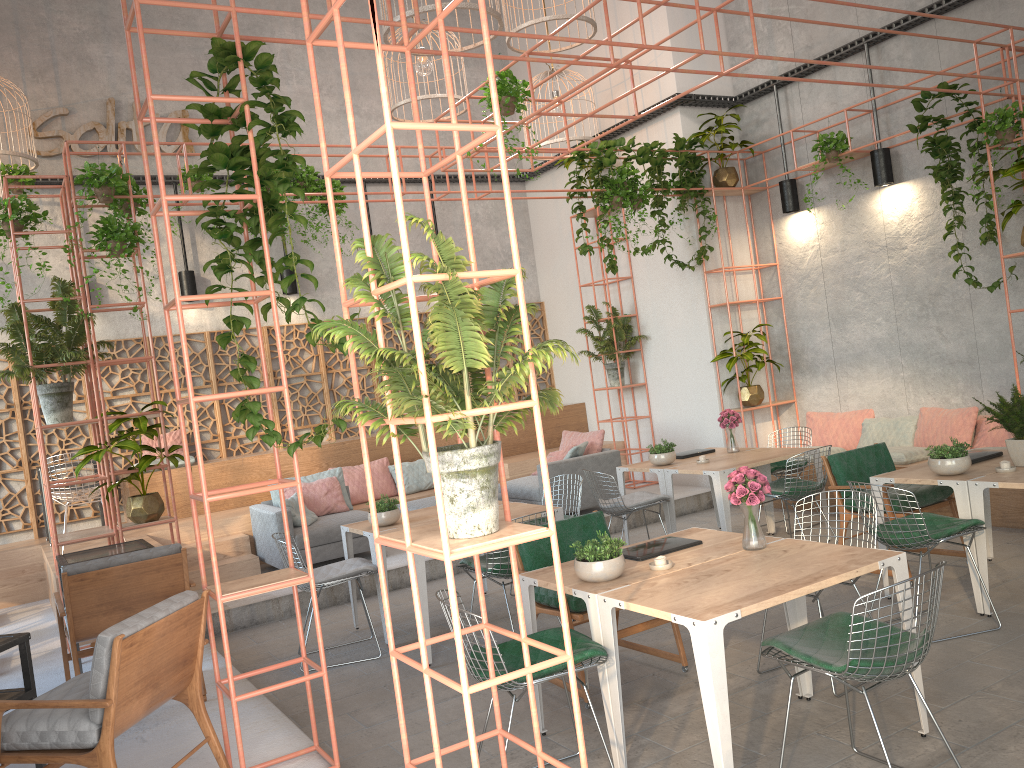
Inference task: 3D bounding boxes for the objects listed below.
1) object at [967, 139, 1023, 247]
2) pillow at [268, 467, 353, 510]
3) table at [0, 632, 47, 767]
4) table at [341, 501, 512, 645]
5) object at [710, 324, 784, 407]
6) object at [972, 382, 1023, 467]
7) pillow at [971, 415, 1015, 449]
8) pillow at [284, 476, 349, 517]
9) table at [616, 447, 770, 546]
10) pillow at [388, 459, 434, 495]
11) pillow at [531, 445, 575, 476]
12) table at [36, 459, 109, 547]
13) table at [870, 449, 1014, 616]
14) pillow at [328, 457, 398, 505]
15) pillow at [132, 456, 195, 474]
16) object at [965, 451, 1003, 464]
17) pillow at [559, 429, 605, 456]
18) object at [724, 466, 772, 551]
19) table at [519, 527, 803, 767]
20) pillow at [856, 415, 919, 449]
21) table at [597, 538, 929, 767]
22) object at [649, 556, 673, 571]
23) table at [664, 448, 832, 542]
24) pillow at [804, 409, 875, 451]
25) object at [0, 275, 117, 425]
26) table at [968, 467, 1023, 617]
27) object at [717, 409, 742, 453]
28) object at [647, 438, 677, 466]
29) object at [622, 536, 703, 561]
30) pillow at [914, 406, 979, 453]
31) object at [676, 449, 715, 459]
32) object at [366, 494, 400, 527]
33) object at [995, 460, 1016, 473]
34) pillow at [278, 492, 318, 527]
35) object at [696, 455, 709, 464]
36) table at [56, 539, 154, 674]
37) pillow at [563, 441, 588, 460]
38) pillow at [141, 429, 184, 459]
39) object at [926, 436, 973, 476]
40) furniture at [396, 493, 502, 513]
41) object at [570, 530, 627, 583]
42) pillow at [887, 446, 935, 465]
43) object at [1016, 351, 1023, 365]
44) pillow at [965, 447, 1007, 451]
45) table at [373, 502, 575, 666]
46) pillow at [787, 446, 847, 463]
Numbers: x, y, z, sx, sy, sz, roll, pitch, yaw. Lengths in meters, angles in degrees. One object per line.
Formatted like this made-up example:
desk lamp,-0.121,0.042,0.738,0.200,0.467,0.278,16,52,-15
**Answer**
object,4.231,-1.560,7.159,0.903,0.947,0.934,-7,1,21
pillow,-2.148,1.186,9.450,0.839,0.474,0.276,-8,1,-30
table,-2.451,1.553,3.728,0.635,0.798,0.602,-8,1,10
table,-0.617,1.437,7.017,1.205,0.830,0.694,-8,1,-30
object,2.662,-0.200,10.199,0.903,0.919,0.934,-7,1,31
object,3.198,0.254,5.596,0.368,0.527,0.438,-8,1,-30
pillow,4.558,0.468,8.134,0.289,0.385,0.666,-8,1,-35
pillow,-2.079,1.211,9.313,0.666,0.385,0.289,-8,1,-30
table,1.722,1.106,8.397,1.205,0.830,0.694,-8,1,-30
pillow,-1.171,1.136,10.939,0.666,0.385,0.289,-8,1,-35
pillow,0.501,0.887,10.314,0.479,0.317,0.441,-7,1,41
table,-4.582,1.222,9.284,0.602,0.798,0.635,-8,1,-30
table,3.137,0.944,5.960,1.205,0.830,0.694,-8,1,-30
pillow,-1.762,1.172,10.618,0.839,0.474,0.276,-8,1,-40
pillow,-3.936,0.910,9.987,0.637,0.149,0.491,-8,1,-29
object,3.127,0.510,6.096,0.427,0.031,0.268,-8,1,-30
pillow,0.781,0.783,10.346,0.273,0.476,0.836,-8,1,-30
object,1.175,0.613,4.391,0.225,0.414,0.213,-8,1,-38
table,0.768,1.293,4.540,1.205,0.830,0.694,-8,1,-30
pillow,3.915,0.542,9.241,0.289,0.385,0.666,-8,1,-35
table,1.120,1.252,3.941,1.214,0.830,0.694,-8,1,-30
object,0.714,0.858,4.266,0.115,0.073,0.115,-8,1,-36
table,2.074,1.065,7.798,1.214,0.830,0.694,-8,1,-30
pillow,3.605,0.528,9.806,0.276,0.474,0.839,-8,1,-40
object,-3.499,-0.246,6.767,0.900,1.101,0.894,-7,1,24
table,3.490,0.903,5.360,1.214,0.830,0.694,-8,1,-30
object,2.047,0.437,8.304,0.225,0.414,0.213,-8,1,-38
object,1.365,0.616,8.087,0.254,0.247,0.248,-8,1,-30
object,0.759,0.871,4.677,0.427,0.031,0.268,-8,1,-30
pillow,4.210,0.460,8.678,0.276,0.474,0.839,-8,1,-10
object,1.712,0.672,8.534,0.427,0.031,0.268,-8,1,-30
object,-0.972,0.947,6.708,0.252,0.247,0.247,-8,1,-30
object,3.060,0.506,5.500,0.115,0.078,0.115,-8,1,-25
pillow,-2.124,1.272,8.935,0.307,0.324,0.499,-8,1,5
object,1.689,0.663,7.860,0.115,0.078,0.115,-8,1,-25
table,-2.817,1.573,6.242,0.602,0.798,0.635,-8,1,-30
pillow,0.678,0.849,9.897,0.308,0.349,0.495,-7,1,19
pillow,-4.030,0.712,10.268,0.499,0.324,0.307,-8,1,-15
object,2.780,0.454,5.649,0.254,0.247,0.248,-8,1,-30
furniture,-0.652,1.416,9.475,0.975,0.446,0.941,-8,1,-30
object,0.414,0.815,4.231,0.252,0.247,0.247,-8,1,-30
pillow,3.757,0.709,8.753,0.491,0.149,0.637,-8,1,-29
object,4.446,-0.110,7.306,0.368,0.527,0.438,-8,1,-30
pillow,4.267,0.650,7.875,0.491,0.149,0.637,-8,1,-29
table,-0.265,1.397,6.420,1.214,0.830,0.694,-8,1,-30
pillow,3.231,0.769,9.658,0.491,0.149,0.637,-8,1,-29
